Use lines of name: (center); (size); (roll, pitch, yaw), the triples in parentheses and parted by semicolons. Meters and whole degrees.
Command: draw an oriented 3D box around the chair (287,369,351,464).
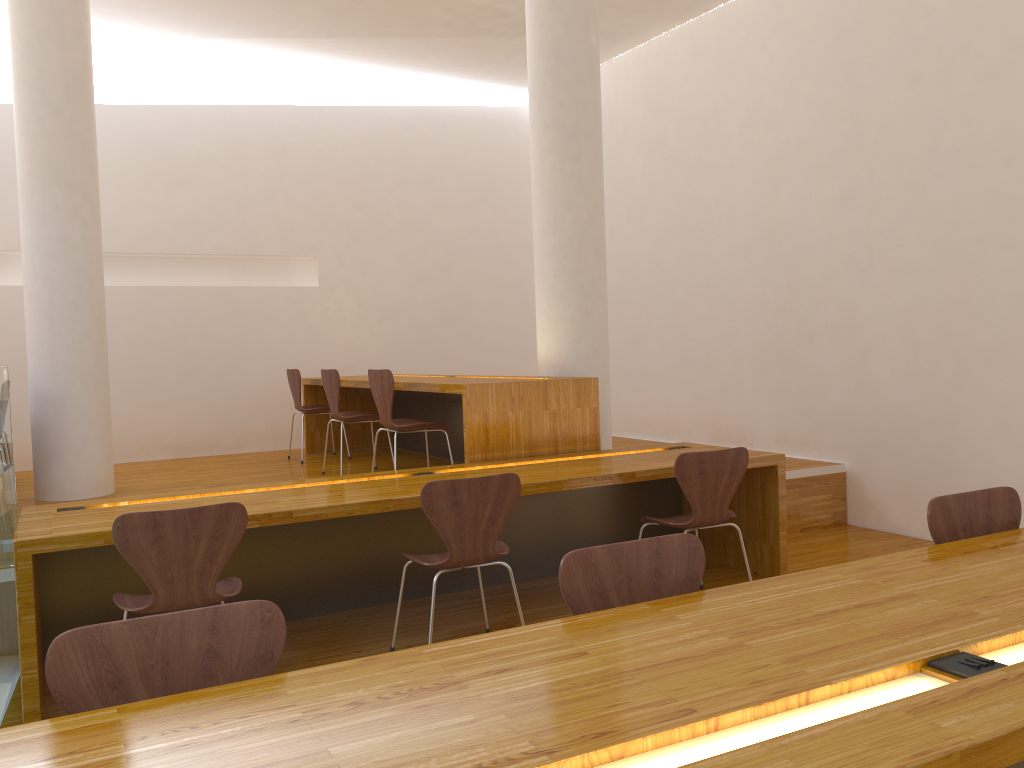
chair: (-1.476, 0.225, 6.713); (0.381, 0.693, 0.428); (-3, 2, -27)

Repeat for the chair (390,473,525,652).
chair: (-0.205, 0.670, 3.297); (0.428, 0.693, 0.381); (-3, 2, -27)

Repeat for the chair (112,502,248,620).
chair: (-1.068, 0.717, 2.852); (0.428, 0.693, 0.381); (-3, 2, -27)

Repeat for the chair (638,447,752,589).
chair: (0.770, 0.616, 3.844); (0.428, 0.693, 0.381); (-3, 2, -27)

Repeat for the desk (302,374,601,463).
desk: (-0.606, 0.262, 5.876); (0.760, 0.606, 3.185); (-3, 2, -27)

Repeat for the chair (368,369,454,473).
chair: (-0.550, 0.258, 4.839); (0.381, 0.693, 0.428); (-3, 2, -27)

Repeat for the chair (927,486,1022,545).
chair: (1.371, 0.648, 2.325); (0.428, 0.693, 0.381); (-3, 2, -27)

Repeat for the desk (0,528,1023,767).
desk: (0.768, 0.908, 1.372); (3.236, 0.918, 1.285); (-3, 2, -27)

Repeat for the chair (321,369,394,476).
chair: (-0.996, 0.243, 5.702); (0.381, 0.693, 0.428); (-3, 2, -27)

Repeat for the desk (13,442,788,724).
desk: (-0.286, 0.703, 3.805); (3.185, 0.606, 0.760); (-3, 2, -27)

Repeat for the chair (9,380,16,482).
chair: (-3.430, 0.330, 5.704); (0.381, 0.693, 0.428); (-3, 2, -27)

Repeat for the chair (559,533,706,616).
chair: (0.360, 0.701, 1.846); (0.428, 0.693, 0.381); (-3, 2, -27)

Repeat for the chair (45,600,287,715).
chair: (-0.502, 0.748, 1.401); (0.428, 0.693, 0.381); (-3, 2, -27)
